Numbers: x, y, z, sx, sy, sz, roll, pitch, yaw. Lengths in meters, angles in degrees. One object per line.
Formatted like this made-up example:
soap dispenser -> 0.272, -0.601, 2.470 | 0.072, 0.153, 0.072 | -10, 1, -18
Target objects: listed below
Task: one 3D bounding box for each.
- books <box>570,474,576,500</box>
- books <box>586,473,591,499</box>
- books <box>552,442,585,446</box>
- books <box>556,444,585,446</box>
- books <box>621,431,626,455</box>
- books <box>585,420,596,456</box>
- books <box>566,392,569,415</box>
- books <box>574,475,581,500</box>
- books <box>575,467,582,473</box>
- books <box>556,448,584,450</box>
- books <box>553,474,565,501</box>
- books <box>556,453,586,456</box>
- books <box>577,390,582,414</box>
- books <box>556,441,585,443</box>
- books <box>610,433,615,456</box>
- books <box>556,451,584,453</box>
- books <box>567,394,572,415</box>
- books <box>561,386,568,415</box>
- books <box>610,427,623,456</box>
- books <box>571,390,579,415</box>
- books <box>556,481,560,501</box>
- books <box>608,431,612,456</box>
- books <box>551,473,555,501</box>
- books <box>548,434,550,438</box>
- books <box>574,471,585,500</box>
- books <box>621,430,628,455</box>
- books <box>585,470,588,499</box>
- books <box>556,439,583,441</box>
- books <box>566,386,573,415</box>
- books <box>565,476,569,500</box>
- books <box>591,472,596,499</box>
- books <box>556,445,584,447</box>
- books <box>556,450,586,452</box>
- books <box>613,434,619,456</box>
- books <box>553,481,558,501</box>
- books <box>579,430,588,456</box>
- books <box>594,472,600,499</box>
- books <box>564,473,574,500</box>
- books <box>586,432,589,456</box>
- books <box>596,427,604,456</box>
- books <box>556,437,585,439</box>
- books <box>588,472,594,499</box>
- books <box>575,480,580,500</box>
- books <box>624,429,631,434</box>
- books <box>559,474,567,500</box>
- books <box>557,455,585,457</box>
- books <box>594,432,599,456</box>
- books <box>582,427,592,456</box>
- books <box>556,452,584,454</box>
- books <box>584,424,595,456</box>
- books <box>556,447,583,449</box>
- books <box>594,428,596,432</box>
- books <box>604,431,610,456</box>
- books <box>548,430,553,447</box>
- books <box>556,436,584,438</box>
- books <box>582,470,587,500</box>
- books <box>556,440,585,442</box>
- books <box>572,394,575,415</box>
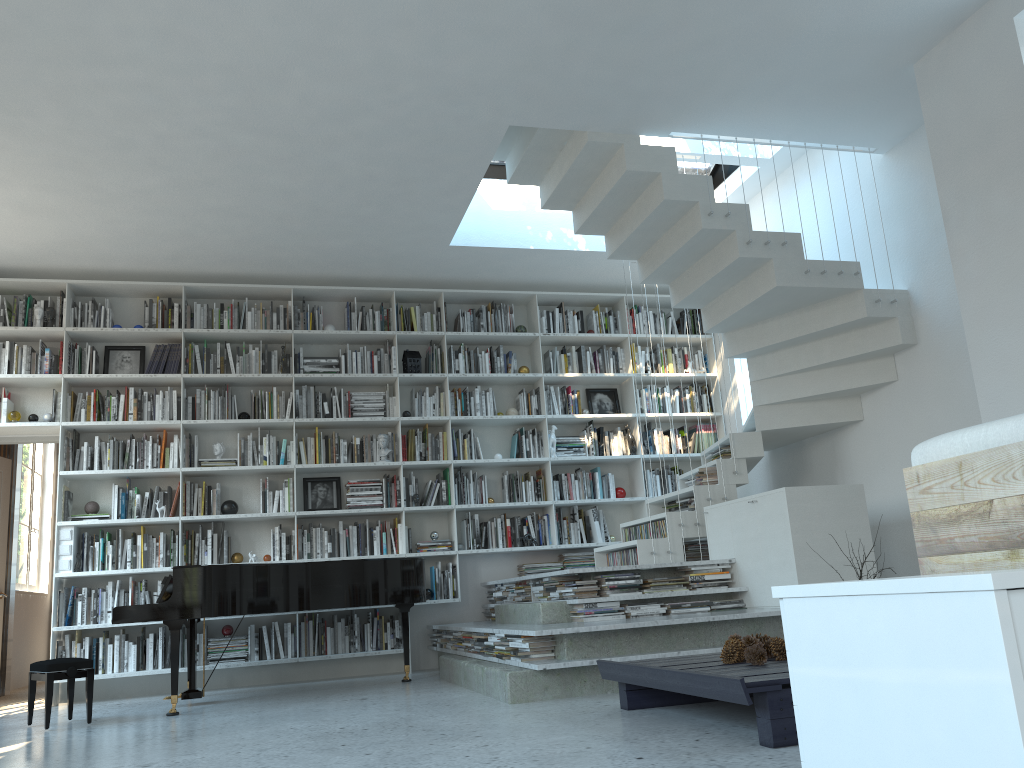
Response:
books -> 0.508, 0.913, 7.707 | 0.026, 0.238, 0.177 | 0, -14, -16
books -> 0.642, 0.910, 7.749 | 0.026, 0.246, 0.166 | 0, -14, -16
books -> 0.482, 0.539, 7.799 | 0.285, 0.012, 0.160 | -1, -14, -14
books -> 0.483, 0.550, 7.794 | 0.285, 0.012, 0.160 | 1, -14, -19
books -> 0.963, 0.552, 7.913 | 0.041, 0.238, 0.177 | 0, -14, -16
books -> 0.696, 0.503, 7.843 | 0.010, 0.338, 0.180 | 0, -14, -16
books -> 0.467, 0.189, 7.887 | 0.020, 0.266, 0.152 | 0, -14, -16
books -> 0.553, 0.917, 7.717 | 0.012, 0.229, 0.179 | 0, -14, -16
books -> 0.590, 0.883, 7.734 | 0.013, 0.298, 0.148 | 0, -14, -16
books -> 0.485, 0.584, 7.781 | 0.254, 0.012, 0.161 | 1, -15, -21
books -> 0.399, 0.909, 7.669 | 0.047, 0.243, 0.177 | 0, -14, -16
books -> 0.487, 0.631, 7.769 | 0.285, 0.012, 0.160 | -2, -14, -11
books -> 0.574, 0.194, 7.893 | 0.026, 0.243, 0.178 | 0, -14, -16
books -> 0.483, 0.525, 7.794 | 0.285, 0.012, 0.160 | 1, -15, -21
books -> 0.877, 0.561, 7.917 | 0.028, 0.234, 0.129 | 0, -14, -16
books -> 0.484, 0.609, 7.781 | 0.254, 0.012, 0.161 | -1, -14, -14
books -> 0.492, 0.211, 7.860 | 0.013, 0.206, 0.190 | 0, -14, -16
books -> 0.455, 0.175, 7.872 | 0.012, 0.286, 0.177 | 0, -14, -16
books -> 0.932, 0.536, 7.906 | 0.021, 0.270, 0.192 | 0, -14, -16
books -> 0.548, 0.192, 7.896 | 0.021, 0.252, 0.167 | 0, -14, -16
books -> 0.375, 0.939, 7.658 | 0.022, 0.183, 0.163 | 0, -14, -16
books -> 0.848, 0.555, 7.912 | 0.031, 0.249, 0.133 | 0, -14, -16
books -> 0.331, 0.909, 7.667 | 0.012, 0.253, 0.161 | 0, -14, -16
books -> 0.303, 0.562, 7.717 | 0.027, 0.221, 0.184 | 0, -14, -16
books -> 0.578, 0.899, 7.704 | 0.028, 0.254, 0.192 | 0, -14, -16
books -> 0.989, 0.548, 7.937 | 0.024, 0.254, 0.145 | 0, -14, -16
books -> 0.624, 0.897, 7.744 | 0.011, 0.271, 0.152 | 0, -14, -16
books -> 0.479, 0.504, 7.806 | 0.254, 0.012, 0.161 | -1, -14, -14
books -> 0.499, 0.176, 7.883 | 0.014, 0.284, 0.176 | 0, -14, -16
books -> 0.452, 0.919, 7.679 | 0.011, 0.222, 0.163 | 0, -14, -16
books -> 0.697, 0.907, 7.771 | 0.012, 0.253, 0.161 | 0, -14, -16
books -> 0.485, 0.561, 7.787 | 0.254, 0.012, 0.161 | -2, -14, -11
books -> 0.484, 0.598, 7.784 | 0.285, 0.012, 0.160 | 0, -14, -18
books -> 0.905, 0.570, 7.916 | 0.025, 0.212, 0.156 | 0, -14, -16
books -> 0.353, 0.939, 7.654 | 0.023, 0.186, 0.160 | 0, -14, -16
books -> 0.631, 0.549, 7.832 | 0.012, 0.253, 0.161 | 0, -14, -16
books -> 0.720, 0.906, 7.751 | 0.023, 0.243, 0.190 | 0, -14, -16
books -> 0.477, 0.906, 7.684 | 0.045, 0.245, 0.186 | 0, -14, -16
books -> 0.643, 0.557, 7.853 | 0.023, 0.246, 0.138 | 0, -14, -16
books -> 0.769, 0.534, 7.870 | 0.059, 0.281, 0.167 | 0, -14, -16
books -> 0.478, 0.492, 7.809 | 0.285, 0.012, 0.160 | 0, -14, -18
books -> 0.666, 0.903, 7.736 | 0.014, 0.248, 0.177 | 0, -14, -16
books -> 0.538, 0.938, 7.697 | 0.027, 0.181, 0.186 | 0, -14, -16
books -> 1.058, 0.537, 7.976 | 0.029, 0.283, 0.139 | 0, -14, -16
books -> 0.431, 0.910, 7.689 | 0.024, 0.246, 0.143 | 0, -14, -16
books -> 0.487, 0.644, 7.769 | 0.254, 0.012, 0.161 | 1, -14, -20
books -> 0.717, 0.555, 7.845 | 0.030, 0.236, 0.179 | 0, -14, -16
books -> 0.669, 0.536, 7.857 | 0.012, 0.284, 0.160 | 0, -14, -16
books -> 0.486, 0.620, 7.774 | 0.254, 0.012, 0.161 | -1, -14, -12
books -> 0.687, 0.522, 7.837 | 0.011, 0.299, 0.184 | 0, -14, -16
books -> 0.481, 0.575, 7.794 | 0.254, 0.012, 0.161 | 0, -14, -16
books -> 0.731, 0.538, 7.872 | 0.013, 0.279, 0.131 | 0, -14, -16
books -> 0.823, 0.554, 7.886 | 0.031, 0.241, 0.147 | 0, -14, -16
books -> 0.319, 0.547, 7.758 | 0.028, 0.266, 0.138 | 0, -14, -16
books -> 0.478, 0.481, 7.812 | 0.285, 0.012, 0.160 | -1, -14, -14
books -> 0.608, 0.897, 7.717 | 0.012, 0.261, 0.187 | 0, -14, -16
books -> 0.480, 0.516, 7.804 | 0.285, 0.012, 0.160 | -1, -14, -14
books -> 0.523, 0.212, 7.885 | 0.033, 0.212, 0.153 | 0, -14, -16
